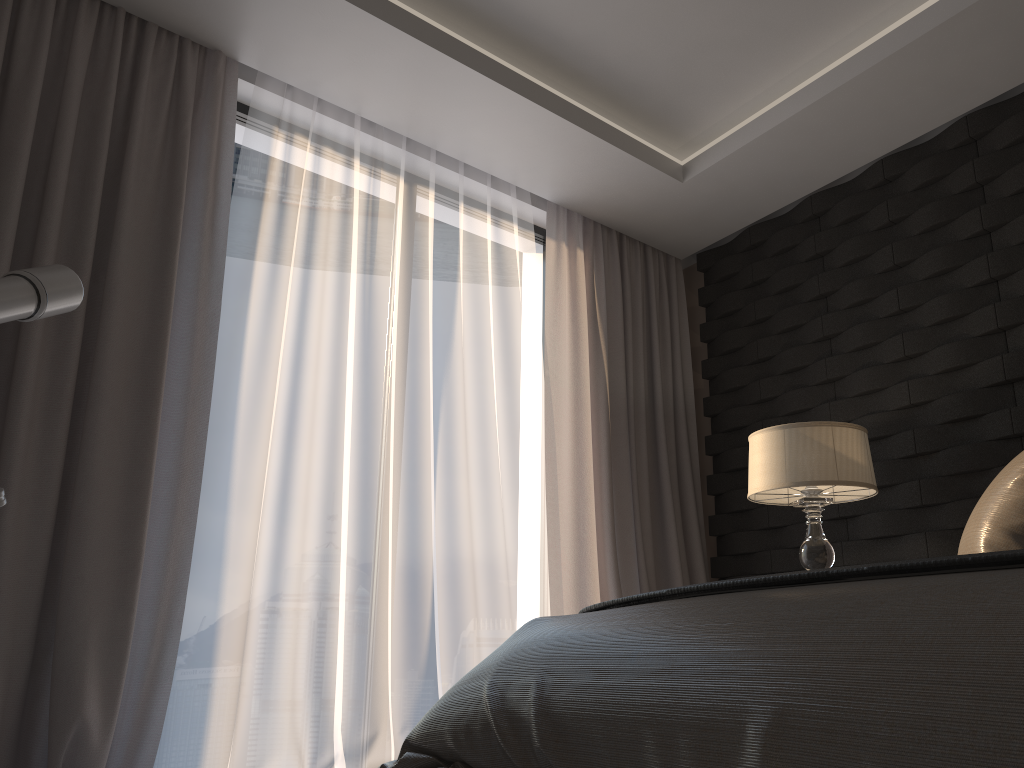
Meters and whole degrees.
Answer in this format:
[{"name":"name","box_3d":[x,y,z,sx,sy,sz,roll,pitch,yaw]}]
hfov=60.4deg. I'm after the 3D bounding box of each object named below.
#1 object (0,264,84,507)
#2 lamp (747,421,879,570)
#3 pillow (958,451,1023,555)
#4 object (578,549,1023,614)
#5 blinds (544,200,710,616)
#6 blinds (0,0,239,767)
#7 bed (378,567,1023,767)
[{"name":"object","box_3d":[-1.155,0.299,1.636,0.649,1.410,0.564,15,-22,-39]},{"name":"lamp","box_3d":[1.089,0.493,3.173,0.468,0.632,0.463,1,-17,-1]},{"name":"pillow","box_3d":[1.540,0.172,1.914,0.943,0.520,1.194,10,-19,-30]},{"name":"object","box_3d":[0.817,0.395,1.294,0.650,0.323,1.946,10,-19,-31]},{"name":"blinds","box_3d":[0.601,0.344,4.067,1.053,2.648,0.322,15,-22,-40]},{"name":"blinds","box_3d":[-1.290,-0.126,2.360,1.105,2.649,0.339,15,-22,-39]},{"name":"bed","box_3d":[1.209,0.636,1.501,2.407,0.626,2.174,10,-19,-32]}]
